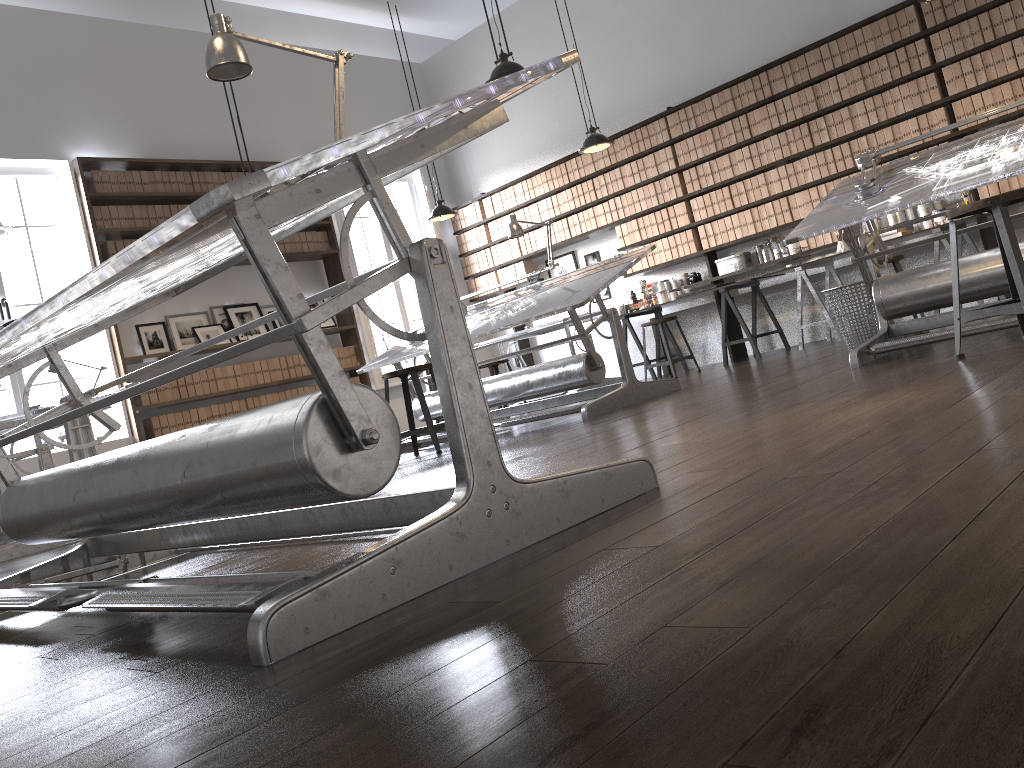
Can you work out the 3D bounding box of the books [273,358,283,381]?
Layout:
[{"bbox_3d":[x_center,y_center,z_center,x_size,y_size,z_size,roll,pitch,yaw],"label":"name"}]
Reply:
[{"bbox_3d":[-2.305,-0.122,8.549,0.173,0.226,0.067,-15,-3,43],"label":"books"}]

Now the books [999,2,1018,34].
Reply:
[{"bbox_3d":[3.645,-2.654,6.468,0.066,0.226,0.175,-16,-3,43],"label":"books"}]

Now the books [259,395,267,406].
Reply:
[{"bbox_3d":[-2.379,0.228,8.362,0.173,0.226,0.067,-15,-3,43],"label":"books"}]

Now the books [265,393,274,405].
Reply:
[{"bbox_3d":[-2.333,0.217,8.417,0.173,0.226,0.067,-15,-3,43],"label":"books"}]

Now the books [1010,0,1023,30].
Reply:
[{"bbox_3d":[3.698,-2.667,6.423,0.066,0.226,0.175,-16,-3,43],"label":"books"}]

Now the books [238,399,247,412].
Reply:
[{"bbox_3d":[-2.526,0.264,8.208,0.173,0.226,0.067,-15,-3,43],"label":"books"}]

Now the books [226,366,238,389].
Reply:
[{"bbox_3d":[-2.631,-0.042,8.187,0.173,0.226,0.067,-15,-3,43],"label":"books"}]

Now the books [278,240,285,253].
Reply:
[{"bbox_3d":[-2.362,-1.374,8.865,0.173,0.226,0.067,-15,-3,43],"label":"books"}]

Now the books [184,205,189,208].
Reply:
[{"bbox_3d":[-3.029,-1.532,8.225,0.173,0.226,0.067,-15,-3,43],"label":"books"}]

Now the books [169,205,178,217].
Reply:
[{"bbox_3d":[-3.119,-1.510,8.120,0.173,0.226,0.067,-15,-3,43],"label":"books"}]

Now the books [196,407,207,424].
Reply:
[{"bbox_3d":[-2.796,0.331,7.904,0.173,0.226,0.067,-15,-3,43],"label":"books"}]

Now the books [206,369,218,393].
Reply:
[{"bbox_3d":[-2.764,-0.010,8.044,0.173,0.226,0.067,-15,-3,43],"label":"books"}]

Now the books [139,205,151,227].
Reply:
[{"bbox_3d":[-3.314,-1.462,7.911,0.173,0.226,0.067,-15,-3,43],"label":"books"}]

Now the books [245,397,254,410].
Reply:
[{"bbox_3d":[-2.473,0.251,8.260,0.173,0.226,0.067,-15,-3,43],"label":"books"}]

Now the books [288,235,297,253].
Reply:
[{"bbox_3d":[-2.269,-1.397,8.972,0.173,0.226,0.067,-15,-3,43],"label":"books"}]

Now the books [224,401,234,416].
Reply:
[{"bbox_3d":[-2.620,0.287,8.103,0.173,0.226,0.067,-15,-3,43],"label":"books"}]

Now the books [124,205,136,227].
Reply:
[{"bbox_3d":[-3.402,-1.440,7.811,0.173,0.226,0.067,-15,-3,43],"label":"books"}]

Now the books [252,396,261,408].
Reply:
[{"bbox_3d":[-2.427,0.240,8.318,0.173,0.226,0.067,-15,-3,43],"label":"books"}]

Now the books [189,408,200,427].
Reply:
[{"bbox_3d":[-2.843,0.342,7.849,0.173,0.226,0.067,-15,-3,43],"label":"books"}]

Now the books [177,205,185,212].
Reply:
[{"bbox_3d":[-3.074,-1.521,8.178,0.173,0.226,0.067,-15,-3,43],"label":"books"}]

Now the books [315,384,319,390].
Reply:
[{"bbox_3d":[-1.961,0.126,8.833,0.173,0.226,0.067,-15,-3,43],"label":"books"}]

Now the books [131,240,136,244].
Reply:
[{"bbox_3d":[-3.327,-1.137,7.794,0.173,0.226,0.067,-15,-3,43],"label":"books"}]

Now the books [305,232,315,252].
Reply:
[{"bbox_3d":[-2.124,-1.433,9.124,0.173,0.226,0.067,-15,-3,43],"label":"books"}]

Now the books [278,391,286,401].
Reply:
[{"bbox_3d":[-2.242,0.194,8.522,0.173,0.226,0.067,-15,-3,43],"label":"books"}]

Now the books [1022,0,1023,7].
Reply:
[{"bbox_3d":[3.748,-2.679,6.375,0.066,0.226,0.175,-16,-3,43],"label":"books"}]

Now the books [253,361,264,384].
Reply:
[{"bbox_3d":[-2.443,-0.088,8.395,0.173,0.226,0.067,-15,-3,43],"label":"books"}]

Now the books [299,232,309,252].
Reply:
[{"bbox_3d":[-2.174,-1.420,9.073,0.173,0.226,0.067,-15,-3,43],"label":"books"}]

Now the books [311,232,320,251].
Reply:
[{"bbox_3d":[-2.080,-1.444,9.173,0.173,0.226,0.067,-15,-3,43],"label":"books"}]

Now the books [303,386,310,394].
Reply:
[{"bbox_3d":[-2.052,0.148,8.728,0.173,0.226,0.067,-15,-3,43],"label":"books"}]

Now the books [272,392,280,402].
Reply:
[{"bbox_3d":[-2.289,0.206,8.471,0.173,0.226,0.067,-15,-3,43],"label":"books"}]

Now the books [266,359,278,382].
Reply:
[{"bbox_3d":[-2.344,-0.112,8.500,0.173,0.226,0.067,-15,-3,43],"label":"books"}]

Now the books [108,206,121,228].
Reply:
[{"bbox_3d":[-3.490,-1.419,7.709,0.173,0.226,0.067,-15,-3,43],"label":"books"}]

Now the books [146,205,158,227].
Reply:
[{"bbox_3d":[-3.267,-1.474,7.963,0.173,0.226,0.067,-15,-3,43],"label":"books"}]

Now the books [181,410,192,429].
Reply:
[{"bbox_3d":[-2.893,0.354,7.800,0.173,0.226,0.067,-15,-3,43],"label":"books"}]

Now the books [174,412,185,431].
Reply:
[{"bbox_3d":[-2.940,0.366,7.750,0.173,0.226,0.067,-15,-3,43],"label":"books"}]

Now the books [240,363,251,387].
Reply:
[{"bbox_3d":[-2.537,-0.065,8.294,0.173,0.226,0.067,-15,-3,43],"label":"books"}]

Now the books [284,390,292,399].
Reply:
[{"bbox_3d":[-2.191,0.182,8.576,0.173,0.226,0.067,-15,-3,43],"label":"books"}]

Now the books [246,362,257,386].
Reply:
[{"bbox_3d":[-2.492,-0.076,8.346,0.173,0.226,0.067,-15,-3,43],"label":"books"}]

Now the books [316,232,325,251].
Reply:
[{"bbox_3d":[-2.041,-1.453,9.223,0.173,0.226,0.067,-15,-3,43],"label":"books"}]

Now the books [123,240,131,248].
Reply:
[{"bbox_3d":[-3.378,-1.125,7.744,0.173,0.226,0.067,-15,-3,43],"label":"books"}]

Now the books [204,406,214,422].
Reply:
[{"bbox_3d":[-2.756,0.321,7.951,0.173,0.226,0.067,-15,-3,43],"label":"books"}]

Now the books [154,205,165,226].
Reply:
[{"bbox_3d":[-3.217,-1.486,8.013,0.173,0.226,0.067,-15,-3,43],"label":"books"}]

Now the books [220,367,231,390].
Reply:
[{"bbox_3d":[-2.674,-0.032,8.142,0.173,0.226,0.067,-15,-3,43],"label":"books"}]

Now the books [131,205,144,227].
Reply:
[{"bbox_3d":[-3.355,-1.452,7.857,0.173,0.226,0.067,-15,-3,43],"label":"books"}]

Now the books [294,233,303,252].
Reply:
[{"bbox_3d":[-2.223,-1.408,9.025,0.173,0.226,0.067,-15,-3,43],"label":"books"}]

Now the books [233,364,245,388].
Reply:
[{"bbox_3d":[-2.581,-0.054,8.239,0.173,0.226,0.067,-15,-3,43],"label":"books"}]

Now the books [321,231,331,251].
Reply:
[{"bbox_3d":[-1.995,-1.465,9.275,0.173,0.226,0.067,-15,-3,43],"label":"books"}]

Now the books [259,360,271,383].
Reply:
[{"bbox_3d":[-2.392,-0.101,8.446,0.173,0.226,0.067,-15,-3,43],"label":"books"}]

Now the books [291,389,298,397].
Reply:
[{"bbox_3d":[-2.146,0.171,8.620,0.173,0.226,0.067,-15,-3,43],"label":"books"}]

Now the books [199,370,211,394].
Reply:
[{"bbox_3d":[-2.811,0.002,7.992,0.173,0.226,0.067,-15,-3,43],"label":"books"}]

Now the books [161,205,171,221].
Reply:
[{"bbox_3d":[-3.173,-1.497,8.068,0.173,0.226,0.067,-15,-3,43],"label":"books"}]

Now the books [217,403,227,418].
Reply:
[{"bbox_3d":[-2.667,0.299,8.051,0.173,0.226,0.067,-15,-3,43],"label":"books"}]

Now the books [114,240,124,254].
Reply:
[{"bbox_3d":[-3.424,-1.114,7.685,0.173,0.226,0.067,-15,-3,43],"label":"books"}]

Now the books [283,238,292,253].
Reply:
[{"bbox_3d":[-2.313,-1.387,8.917,0.173,0.226,0.067,-15,-3,43],"label":"books"}]

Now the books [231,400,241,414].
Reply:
[{"bbox_3d":[-2.570,0.275,8.152,0.173,0.226,0.067,-15,-3,43],"label":"books"}]

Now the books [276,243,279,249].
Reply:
[{"bbox_3d":[-2.405,-1.364,8.820,0.173,0.226,0.067,-15,-3,43],"label":"books"}]

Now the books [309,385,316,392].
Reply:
[{"bbox_3d":[-2.009,0.137,8.782,0.173,0.226,0.067,-15,-3,43],"label":"books"}]

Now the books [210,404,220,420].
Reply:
[{"bbox_3d":[-2.708,0.309,7.997,0.173,0.226,0.067,-15,-3,43],"label":"books"}]

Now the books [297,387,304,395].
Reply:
[{"bbox_3d":[-2.098,0.159,8.673,0.173,0.226,0.067,-15,-3,43],"label":"books"}]

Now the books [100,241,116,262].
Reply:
[{"bbox_3d":[-3.477,-1.101,7.635,0.173,0.226,0.067,-15,-3,43],"label":"books"}]
